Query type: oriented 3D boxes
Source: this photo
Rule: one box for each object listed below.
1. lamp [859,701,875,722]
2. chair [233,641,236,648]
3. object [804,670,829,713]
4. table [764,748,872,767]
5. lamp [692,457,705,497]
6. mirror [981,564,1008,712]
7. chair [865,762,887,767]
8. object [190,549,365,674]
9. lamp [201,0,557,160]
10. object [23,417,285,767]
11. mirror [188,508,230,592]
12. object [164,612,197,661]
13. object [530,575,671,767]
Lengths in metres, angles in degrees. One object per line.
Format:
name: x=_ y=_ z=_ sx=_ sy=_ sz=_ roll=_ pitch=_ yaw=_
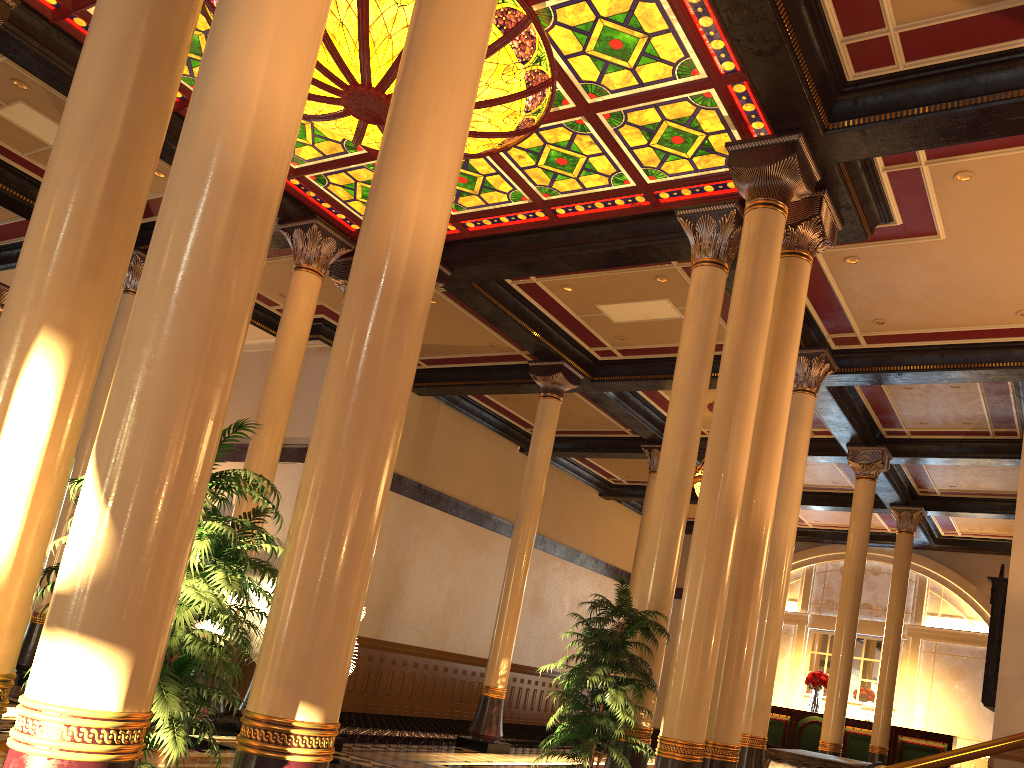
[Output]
lamp: x=8.110 y=7.444 z=19.760 sx=0.432 sy=0.432 sz=0.427 roll=13 pitch=-14 yaw=-11
chair: x=-4.811 y=4.344 z=13.640 sx=0.787 sy=1.071 sz=0.718 roll=18 pitch=-14 yaw=-30
object: x=3.653 y=0.419 z=6.664 sx=0.652 sy=4.185 sz=31.633 roll=8 pitch=-17 yaw=18
table: x=4.012 y=5.237 z=11.306 sx=1.063 sy=0.754 sz=1.750 roll=0 pitch=-19 yaw=33
lamp: x=3.660 y=1.373 z=14.860 sx=1.144 sy=1.859 sz=1.270 roll=4 pitch=-13 yaw=28
mirror: x=6.617 y=3.435 z=11.844 sx=0.245 sy=1.938 sz=1.902 roll=4 pitch=-14 yaw=34
chair: x=3.754 y=4.632 z=9.738 sx=1.014 sy=0.891 sz=0.747 roll=20 pitch=-16 yaw=-35
object: x=-2.320 y=2.813 z=9.493 sx=1.751 sy=2.217 sz=2.218 roll=1 pitch=-16 yaw=36
lamp: x=-1.137 y=-2.580 z=7.270 sx=2.881 sy=0.588 sz=3.212 roll=-1 pitch=-20 yaw=30
object: x=-1.522 y=1.130 z=3.719 sx=1.096 sy=2.098 sz=1.049 roll=12 pitch=-11 yaw=-7
mirror: x=-5.410 y=2.903 z=15.319 sx=1.331 sy=1.514 sz=0.213 roll=2 pitch=-13 yaw=33
object: x=-5.842 y=3.891 z=14.452 sx=1.096 sy=2.098 sz=1.049 roll=12 pitch=-11 yaw=-7
object: x=0.722 y=2.659 z=7.224 sx=1.001 sy=2.097 sz=1.145 roll=6 pitch=-12 yaw=23
